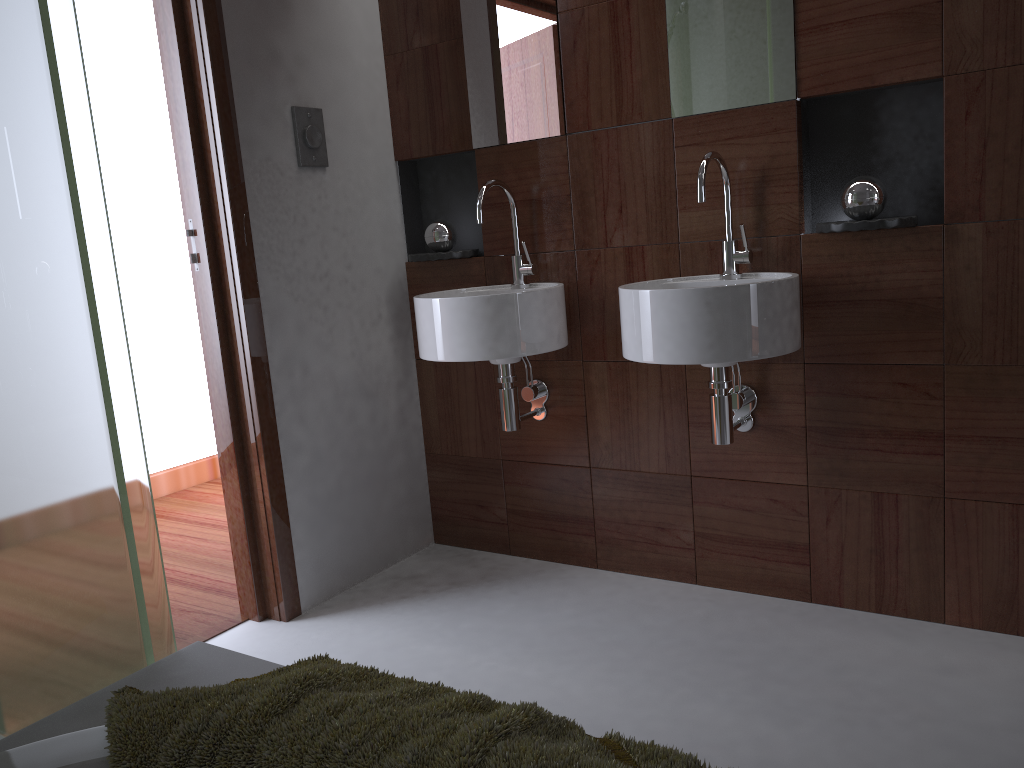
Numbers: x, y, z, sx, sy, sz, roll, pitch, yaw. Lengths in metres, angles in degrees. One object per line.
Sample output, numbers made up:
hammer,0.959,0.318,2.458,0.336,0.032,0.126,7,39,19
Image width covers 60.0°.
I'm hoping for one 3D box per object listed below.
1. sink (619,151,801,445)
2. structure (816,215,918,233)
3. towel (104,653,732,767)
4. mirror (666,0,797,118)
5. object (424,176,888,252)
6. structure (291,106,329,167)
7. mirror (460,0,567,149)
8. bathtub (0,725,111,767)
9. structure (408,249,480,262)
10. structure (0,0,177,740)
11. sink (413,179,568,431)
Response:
sink,0.465,-0.187,2.103,0.415,0.715,0.417,2,12,34
structure,0.827,-0.373,2.072,0.220,0.023,0.222,-1,11,24
towel,-0.065,0.576,0.963,0.890,0.452,0.349,0,11,29
mirror,0.517,-0.991,2.138,0.316,0.635,0.010,2,12,34
object,0.297,-0.444,2.401,1.350,0.104,0.104,2,12,34
structure,-0.567,-0.696,2.502,0.028,0.164,0.109,2,12,34
mirror,-0.009,-1.006,2.492,0.316,0.635,0.010,2,12,34
bathtub,-0.016,0.679,0.457,1.683,0.424,0.881,2,12,34
structure,-0.212,-0.402,2.772,0.222,0.023,0.220,-6,10,-5
structure,-1.136,-0.092,1.022,0.765,2.079,1.015,2,12,34
sink,-0.059,-0.202,2.456,0.415,0.715,0.417,2,12,34
